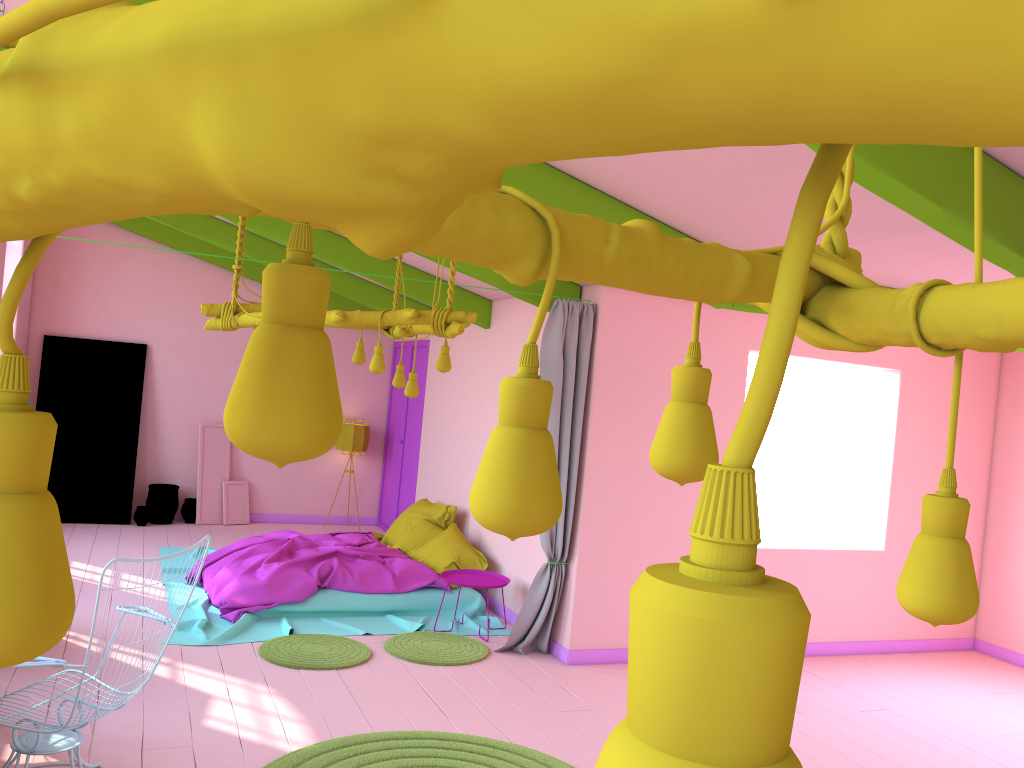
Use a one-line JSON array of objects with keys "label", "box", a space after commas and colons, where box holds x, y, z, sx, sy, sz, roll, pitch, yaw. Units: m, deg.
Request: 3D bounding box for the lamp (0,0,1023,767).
[{"label": "lamp", "box": [0.481, -0.768, 0.531, 1.611, 2.264, 1.774, 5, 0, -41]}]

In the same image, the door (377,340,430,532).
[{"label": "door", "box": [-1.432, 0.725, 11.582, 0.108, 2.590, 1.676, 5, 0, -23]}]

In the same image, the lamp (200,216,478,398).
[{"label": "lamp", "box": [-0.934, -1.060, 5.933, 1.611, 2.264, 1.774, 5, 0, -41]}]

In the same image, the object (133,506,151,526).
[{"label": "object", "box": [-4.490, 1.606, 10.768, 0.199, 0.234, 0.199, 5, 0, 35]}]

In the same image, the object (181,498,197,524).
[{"label": "object", "box": [-4.070, 1.612, 11.259, 0.260, 0.306, 0.260, 5, 0, 10]}]

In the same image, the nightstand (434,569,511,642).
[{"label": "nightstand", "box": [-0.329, 1.854, 7.485, 0.596, 0.458, 0.596, 5, 0, 15]}]

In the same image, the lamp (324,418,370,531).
[{"label": "lamp", "box": [-2.160, 1.192, 11.886, 0.491, 1.466, 0.476, 5, 0, 7]}]

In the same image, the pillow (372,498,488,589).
[{"label": "pillow", "box": [-0.963, 1.622, 9.161, 0.849, 0.822, 2.616, 5, 0, -33]}]

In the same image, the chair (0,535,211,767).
[{"label": "chair", "box": [-1.998, 1.290, 4.007, 0.924, 1.238, 1.079, 5, 0, 12]}]

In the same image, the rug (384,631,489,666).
[{"label": "rug", "box": [-0.585, 2.045, 6.881, 0.792, 0.021, 0.792, 5, 0, 5]}]

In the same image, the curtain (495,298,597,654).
[{"label": "curtain", "box": [0.307, 0.741, 6.961, 0.519, 2.785, 0.525, 5, 0, -42]}]

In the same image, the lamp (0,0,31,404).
[{"label": "lamp", "box": [-2.257, -0.824, 3.802, 0.528, 2.002, 0.529, 5, 0, 9]}]

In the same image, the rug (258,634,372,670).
[{"label": "rug", "box": [-1.445, 1.963, 6.522, 0.793, 0.021, 0.792, 6, -1, -40]}]

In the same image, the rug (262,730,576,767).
[{"label": "rug", "box": [-0.363, 2.037, 4.221, 1.890, 0.050, 1.888, 6, 0, -35]}]

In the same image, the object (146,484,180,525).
[{"label": "object", "box": [-4.359, 1.496, 11.055, 0.386, 0.471, 0.386, 5, 0, 20]}]

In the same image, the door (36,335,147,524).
[{"label": "door", "box": [-5.127, 0.558, 10.712, 1.154, 2.211, 0.449, 5, 0, -23]}]

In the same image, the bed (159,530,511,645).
[{"label": "bed", "box": [-1.881, 1.696, 8.507, 2.803, 0.514, 3.575, 5, 0, -23]}]
